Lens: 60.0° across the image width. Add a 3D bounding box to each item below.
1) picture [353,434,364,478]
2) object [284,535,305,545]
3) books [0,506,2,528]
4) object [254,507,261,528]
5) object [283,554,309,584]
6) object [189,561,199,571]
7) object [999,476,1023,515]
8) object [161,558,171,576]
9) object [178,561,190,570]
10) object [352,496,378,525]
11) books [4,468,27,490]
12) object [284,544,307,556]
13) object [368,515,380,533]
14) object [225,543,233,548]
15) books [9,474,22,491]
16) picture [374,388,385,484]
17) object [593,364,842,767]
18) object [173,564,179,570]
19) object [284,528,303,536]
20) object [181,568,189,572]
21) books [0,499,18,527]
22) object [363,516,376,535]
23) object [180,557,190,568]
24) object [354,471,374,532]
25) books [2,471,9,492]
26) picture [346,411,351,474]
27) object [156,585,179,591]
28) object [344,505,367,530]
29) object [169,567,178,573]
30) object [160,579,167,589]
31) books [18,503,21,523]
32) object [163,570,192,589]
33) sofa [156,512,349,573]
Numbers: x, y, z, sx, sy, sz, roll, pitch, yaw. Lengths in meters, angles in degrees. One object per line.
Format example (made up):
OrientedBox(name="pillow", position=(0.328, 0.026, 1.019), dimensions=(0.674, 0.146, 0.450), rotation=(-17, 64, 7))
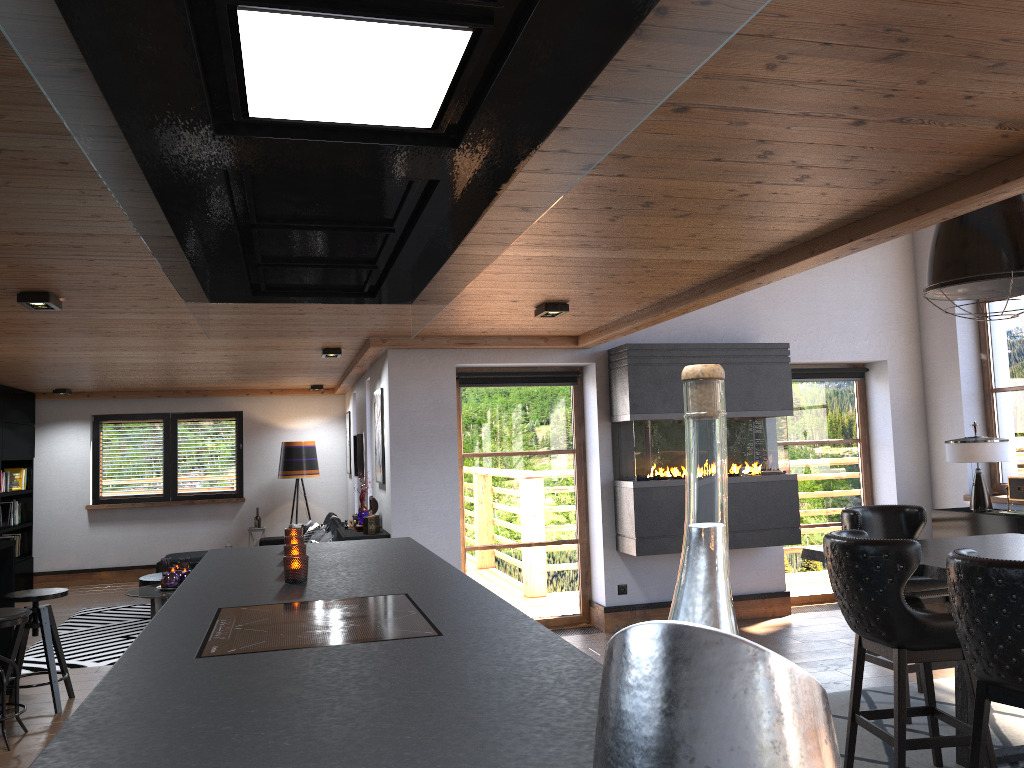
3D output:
OrientedBox(name="picture", position=(-1.623, 0.760, 9.375), dimensions=(0.067, 0.451, 0.555), rotation=(-1, -5, -14))
OrientedBox(name="object", position=(-0.863, 0.644, 3.515), dimensions=(0.078, 0.081, 0.080), rotation=(-5, -5, 30))
OrientedBox(name="books", position=(-5.774, 1.466, 9.791), dimensions=(0.211, 0.270, 0.235), rotation=(-1, -5, -15))
OrientedBox(name="object", position=(-3.257, 1.725, 11.346), dimensions=(0.086, 0.286, 0.088), rotation=(-6, -6, 38))
OrientedBox(name="object", position=(-0.685, 0.587, 2.812), dimensions=(0.078, 0.081, 0.080), rotation=(-5, -5, 30))
OrientedBox(name="object", position=(-3.176, 1.829, 8.856), dimensions=(0.092, 0.099, 0.093), rotation=(-4, -5, 22))
OrientedBox(name="object", position=(3.920, 0.846, 6.690), dimensions=(0.151, 0.288, 0.496), rotation=(-1, -4, -14))
OrientedBox(name="object", position=(-3.385, 1.788, 8.670), dimensions=(0.095, 0.168, 0.093), rotation=(3, -6, -44))
OrientedBox(name="object", position=(-3.236, 1.812, 8.744), dimensions=(0.115, 0.122, 0.112), rotation=(2, -6, -39))
OrientedBox(name="object", position=(-1.253, 1.086, 7.535), dimensions=(0.211, 0.270, 0.285), rotation=(-1, -5, -15))
OrientedBox(name="books", position=(-5.938, 1.141, 10.607), dimensions=(0.214, 0.261, 0.209), rotation=(-1, -5, -15))
OrientedBox(name="object", position=(-0.774, 0.615, 3.163), dimensions=(0.078, 0.081, 0.080), rotation=(-5, -5, 30))
OrientedBox(name="object", position=(-1.103, 1.116, 7.080), dimensions=(0.107, 0.135, 0.097), rotation=(-3, -5, 16))
OrientedBox(name="object", position=(-3.598, 2.222, 11.263), dimensions=(0.255, 0.462, 0.249), rotation=(-1, -5, -15))
OrientedBox(name="books", position=(-5.897, 1.151, 10.348), dimensions=(0.262, 0.197, 0.294), rotation=(-1, -4, -12))
OrientedBox(name="picture", position=(-1.116, 0.441, 7.449), dimensions=(0.020, 0.782, 0.559), rotation=(-1, -5, -14))
OrientedBox(name="object", position=(0.132, 0.211, 0.588), dimensions=(0.227, 0.453, 0.223), rotation=(-1, -5, -15))
OrientedBox(name="object", position=(-3.330, 1.840, 8.817), dimensions=(0.079, 0.081, 0.079), rotation=(-2, -4, 0))
OrientedBox(name="object", position=(-0.952, 0.672, 3.867), dimensions=(0.078, 0.081, 0.080), rotation=(-5, -5, 30))
OrientedBox(name="object", position=(-3.141, 1.811, 8.516), dimensions=(0.079, 0.081, 0.079), rotation=(-2, -4, 0))
OrientedBox(name="books", position=(-5.867, 1.488, 10.215), dimensions=(0.223, 0.296, 0.342), rotation=(-1, -5, -15))
OrientedBox(name="object", position=(-1.117, 1.107, 6.949), dimensions=(0.109, 0.135, 0.096), rotation=(0, -5, -25))
OrientedBox(name="object", position=(-3.189, 1.779, 8.639), dimensions=(0.095, 0.168, 0.093), rotation=(3, -6, -44))
OrientedBox(name="object", position=(-1.204, 0.946, 7.238), dimensions=(0.153, 0.505, 0.322), rotation=(-1, -5, -15))
OrientedBox(name="books", position=(-5.860, 1.115, 10.065), dimensions=(0.183, 0.233, 0.282), rotation=(-1, -5, -12))
OrientedBox(name="picture", position=(-2.069, 0.747, 11.221), dimensions=(0.020, 0.782, 0.559), rotation=(-1, -5, -14))
OrientedBox(name="object", position=(-2.992, 1.826, 7.992), dimensions=(0.394, 0.022, 0.395), rotation=(-2, -4, 4))
OrientedBox(name="object", position=(-1.307, 1.119, 7.462), dimensions=(0.203, 0.197, 0.354), rotation=(-2, -4, -3))
OrientedBox(name="object", position=(-3.294, 1.824, 8.618), dimensions=(0.079, 0.081, 0.079), rotation=(-2, -4, 0))
OrientedBox(name="object", position=(-3.125, 1.797, 7.988), dimensions=(0.079, 0.081, 0.079), rotation=(-2, -4, 0))
OrientedBox(name="books", position=(-5.958, 1.544, 10.521), dimensions=(0.190, 0.238, 0.287), rotation=(-1, -5, -16))
OrientedBox(name="object", position=(-3.008, 1.761, 8.007), dimensions=(0.287, 0.143, 0.261), rotation=(1, -5, -31))
OrientedBox(name="sofa", position=(-2.656, 1.855, 9.135), dimensions=(2.101, 0.819, 3.067), rotation=(-1, -4, -15))
